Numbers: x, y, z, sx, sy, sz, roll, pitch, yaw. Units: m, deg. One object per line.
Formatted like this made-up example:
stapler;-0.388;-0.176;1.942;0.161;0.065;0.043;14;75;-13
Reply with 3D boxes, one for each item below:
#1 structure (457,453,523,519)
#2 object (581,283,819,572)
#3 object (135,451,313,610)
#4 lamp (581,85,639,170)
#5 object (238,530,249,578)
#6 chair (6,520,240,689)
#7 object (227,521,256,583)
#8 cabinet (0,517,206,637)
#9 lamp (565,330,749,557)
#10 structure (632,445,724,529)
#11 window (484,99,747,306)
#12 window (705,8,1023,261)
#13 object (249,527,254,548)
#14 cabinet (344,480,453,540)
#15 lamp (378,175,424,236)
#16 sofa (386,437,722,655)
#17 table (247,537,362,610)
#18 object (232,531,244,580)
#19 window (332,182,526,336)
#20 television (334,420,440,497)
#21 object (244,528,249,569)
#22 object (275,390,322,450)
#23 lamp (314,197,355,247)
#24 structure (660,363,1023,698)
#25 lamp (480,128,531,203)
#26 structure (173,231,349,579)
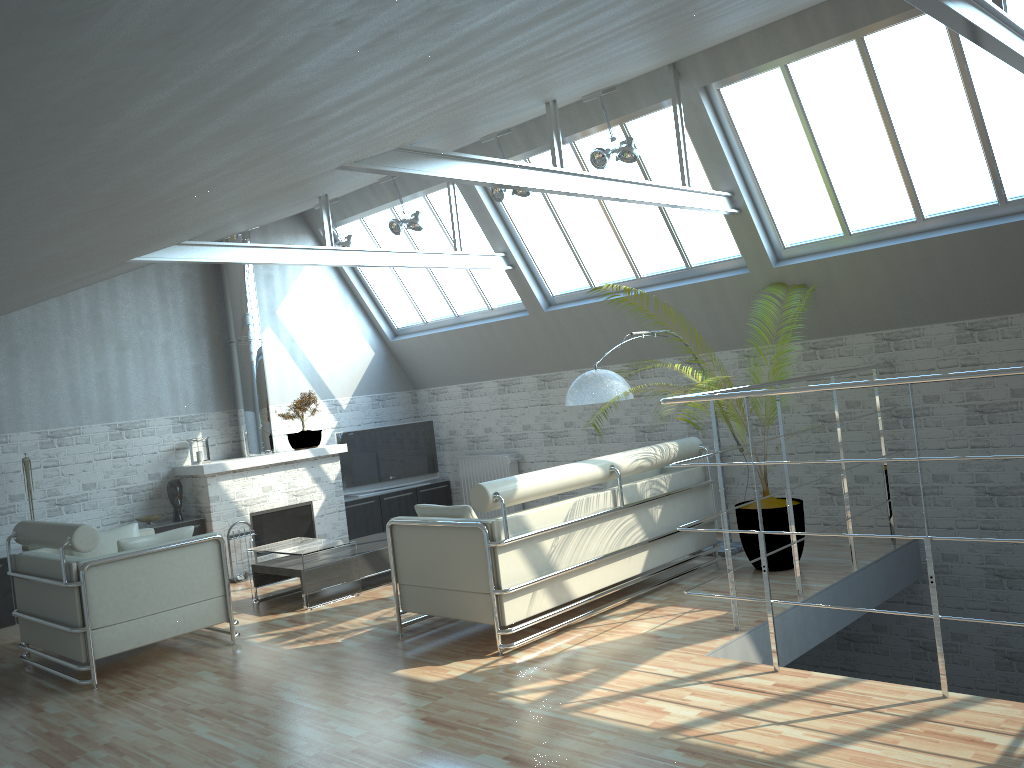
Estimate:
structure;-0.455;2.388;20.397;1.892;1.524;0.508;-7;0;44
object;2.852;0.618;13.221;3.777;4.386;5.015;-7;0;19
object;-4.896;2.446;15.594;4.859;2.558;1.528;-7;0;43
lamp;1.438;-3.906;13.471;0.619;1.172;0.808;-6;0;-42
object;-5.135;3.252;16.988;0.145;0.932;0.065;-7;0;26
chair;-5.480;2.782;12.424;2.507;2.001;2.201;-7;0;44
object;-5.206;3.207;17.123;0.412;1.124;0.584;-7;0;44
cabinet;-7.766;3.428;15.780;0.914;1.270;4.572;-7;0;44
lamp;2.772;0.964;14.245;4.621;3.709;1.015;-6;0;-40
structure;3.203;1.950;16.819;1.892;1.524;0.508;-7;0;44
window;1.740;-3.129;16.033;4.651;2.787;1.897;-7;0;44
window;5.358;-3.562;12.494;4.651;2.787;1.897;-7;0;44
object;-5.032;3.211;17.178;0.026;0.873;0.155;-6;0;-45
cabinet;-2.900;3.010;20.823;0.908;1.016;3.234;-7;0;44
lamp;-2.163;-3.475;16.993;0.619;1.172;0.808;-6;0;-42
sofa;0.761;2.061;12.725;2.199;1.999;4.866;-7;0;44
table;-3.465;3.106;14.724;1.726;0.867;1.015;-7;0;44
object;-5.232;3.255;16.882;0.146;0.916;0.131;-7;0;44
window;-1.879;-2.696;19.572;4.651;2.787;1.897;-7;0;44
television;-2.938;1.740;20.848;2.577;1.514;0.592;-6;0;-36
object;-5.112;3.211;17.096;0.025;0.855;0.025;-7;0;-24
object;-4.552;0.767;18.942;1.115;1.265;0.572;-6;0;-42
lamp;-3.737;-3.287;18.533;0.619;1.172;0.808;-6;0;-42
structure;5.835;1.068;9.947;5.366;2.781;6.483;-7;0;44
lamp;-0.150;-3.716;15.024;0.618;1.172;0.808;-6;0;-42
structure;-5.329;0.183;18.454;1.309;7.180;3.302;-7;0;44
